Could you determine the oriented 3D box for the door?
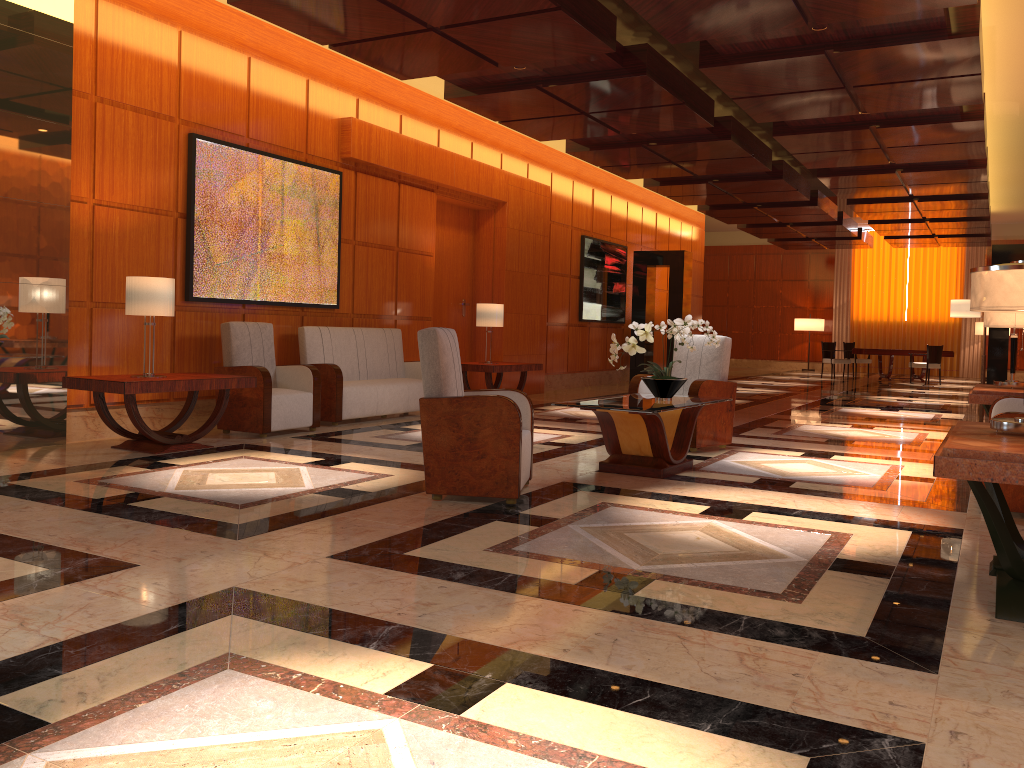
[{"bbox_3d":[-0.789,-1.115,11.900,0.341,2.649,1.500,2,2,29],"label":"door"}]

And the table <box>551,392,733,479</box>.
[{"bbox_3d":[0.962,0.364,6.282,0.723,0.495,1.561,3,4,32],"label":"table"}]

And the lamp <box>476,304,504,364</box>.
[{"bbox_3d":[1.029,-0.200,4.768,0.335,0.733,13.020,1,4,-12],"label":"lamp"}]

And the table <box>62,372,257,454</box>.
[{"bbox_3d":[-2.630,0.212,6.685,0.725,0.533,1.168,3,4,32],"label":"table"}]

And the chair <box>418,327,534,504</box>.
[{"bbox_3d":[-0.205,0.152,5.222,0.628,0.960,0.738,2,2,8],"label":"chair"}]

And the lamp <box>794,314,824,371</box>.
[{"bbox_3d":[8.551,-1.196,25.542,0.810,1.659,0.812,1,2,-21],"label":"lamp"}]

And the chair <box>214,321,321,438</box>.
[{"bbox_3d":[-2.145,-0.061,7.770,0.629,0.960,0.738,3,2,28],"label":"chair"}]

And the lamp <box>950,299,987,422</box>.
[{"bbox_3d":[5.094,-0.317,9.739,0.527,1.659,0.360,2,1,19],"label":"lamp"}]

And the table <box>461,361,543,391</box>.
[{"bbox_3d":[-0.225,0.009,11.081,0.725,0.533,1.168,3,4,32],"label":"table"}]

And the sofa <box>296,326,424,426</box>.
[{"bbox_3d":[-1.469,-0.120,9.243,0.613,0.931,1.800,3,3,29],"label":"sofa"}]

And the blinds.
[{"bbox_3d":[11.053,-2.292,24.886,3.856,4.061,0.149,3,2,29],"label":"blinds"}]

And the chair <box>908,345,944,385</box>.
[{"bbox_3d":[9.296,-0.436,19.821,0.584,0.893,0.577,1,2,-18],"label":"chair"}]

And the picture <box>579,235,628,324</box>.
[{"bbox_3d":[1.648,-1.818,15.790,0.056,1.450,1.998,2,3,29],"label":"picture"}]

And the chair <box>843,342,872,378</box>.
[{"bbox_3d":[8.644,-0.609,22.315,0.584,0.893,0.577,0,2,-33],"label":"chair"}]

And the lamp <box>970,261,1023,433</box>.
[{"bbox_3d":[2.082,-0.200,3.552,0.459,0.809,0.459,3,2,38],"label":"lamp"}]

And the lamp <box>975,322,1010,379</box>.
[{"bbox_3d":[12.623,-0.941,23.314,0.810,1.659,0.812,1,2,-21],"label":"lamp"}]

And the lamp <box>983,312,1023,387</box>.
[{"bbox_3d":[4.077,-0.377,7.196,0.458,0.793,0.459,1,2,-9],"label":"lamp"}]

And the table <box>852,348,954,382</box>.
[{"bbox_3d":[9.162,-0.440,20.832,2.107,0.741,0.784,2,2,0],"label":"table"}]

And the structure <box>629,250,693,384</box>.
[{"bbox_3d":[2.793,-1.228,16.614,0.986,2.496,0.500,3,2,29],"label":"structure"}]

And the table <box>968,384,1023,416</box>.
[{"bbox_3d":[4.084,0.344,7.119,0.726,0.606,1.271,3,3,29],"label":"table"}]

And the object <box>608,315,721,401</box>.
[{"bbox_3d":[1.085,-0.193,6.347,0.788,0.617,0.418,2,2,6],"label":"object"}]

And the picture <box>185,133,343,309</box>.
[{"bbox_3d":[-2.318,-1.484,8.543,0.056,1.450,1.998,2,3,29],"label":"picture"}]

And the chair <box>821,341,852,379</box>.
[{"bbox_3d":[7.778,-0.577,21.401,0.584,0.893,0.577,1,2,-23],"label":"chair"}]

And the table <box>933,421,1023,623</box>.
[{"bbox_3d":[2.058,0.515,3.415,0.726,0.606,1.271,3,3,29],"label":"table"}]

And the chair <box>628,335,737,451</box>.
[{"bbox_3d":[1.488,0.048,7.695,0.628,0.960,0.739,0,3,-42],"label":"chair"}]

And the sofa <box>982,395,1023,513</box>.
[{"bbox_3d":[3.327,0.244,5.584,0.613,0.931,1.800,3,3,29],"label":"sofa"}]
